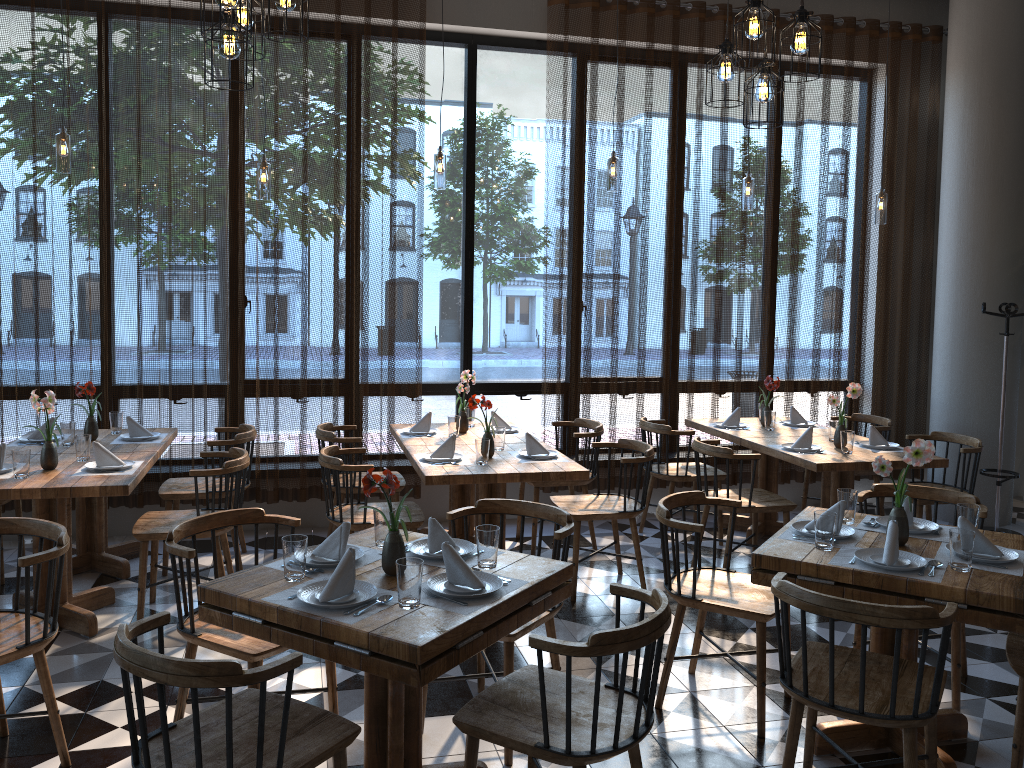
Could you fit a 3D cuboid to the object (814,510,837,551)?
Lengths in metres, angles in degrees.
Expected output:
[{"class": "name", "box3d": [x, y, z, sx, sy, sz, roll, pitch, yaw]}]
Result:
[{"class": "object", "box3d": [1.130, 0.531, 3.199, 0.080, 0.132, 0.080, 1, 4, 1]}]

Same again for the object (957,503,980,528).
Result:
[{"class": "object", "box3d": [1.726, 0.525, 3.356, 0.080, 0.132, 0.080, 1, 4, 1]}]

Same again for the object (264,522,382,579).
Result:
[{"class": "object", "box3d": [-0.606, 0.521, 2.968, 0.272, 0.137, 0.352, 4, 7, 31]}]

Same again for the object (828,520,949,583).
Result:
[{"class": "object", "box3d": [1.297, 0.547, 3.044, 0.352, 0.137, 0.273, 4, 6, 31]}]

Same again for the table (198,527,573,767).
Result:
[{"class": "table", "box3d": [-0.383, 0.987, 2.864, 0.865, 0.762, 0.866, 4, 6, 31]}]

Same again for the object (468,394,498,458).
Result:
[{"class": "object", "box3d": [-0.166, 0.227, 4.823, 0.171, 0.354, 0.156, -2, 5, -35]}]

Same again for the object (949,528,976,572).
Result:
[{"class": "object", "box3d": [1.512, 0.560, 2.982, 0.080, 0.132, 0.080, 1, 4, 1]}]

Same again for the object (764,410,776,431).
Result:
[{"class": "object", "box3d": [1.749, 0.250, 6.005, 0.080, 0.132, 0.080, 1, 4, 1]}]

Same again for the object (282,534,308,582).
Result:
[{"class": "object", "box3d": [-0.677, 0.544, 2.760, 0.080, 0.132, 0.080, 1, 4, 1]}]

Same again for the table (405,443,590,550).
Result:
[{"class": "table", "box3d": [-0.120, 0.782, 4.879, 0.850, 0.762, 0.853, 0, 5, -14]}]

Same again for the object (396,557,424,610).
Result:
[{"class": "object", "box3d": [-0.294, 0.573, 2.543, 0.080, 0.132, 0.080, 0, 4, -9]}]

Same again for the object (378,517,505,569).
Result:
[{"class": "object", "box3d": [-0.240, 0.518, 3.063, 0.352, 0.137, 0.273, 4, 6, 31]}]

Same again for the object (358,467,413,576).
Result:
[{"class": "object", "box3d": [-0.406, 0.432, 2.804, 0.156, 0.354, 0.171, 4, 5, 41]}]

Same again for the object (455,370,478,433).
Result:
[{"class": "object", "box3d": [-0.289, 0.112, 5.689, 0.146, 0.399, 0.207, 0, 4, -10]}]

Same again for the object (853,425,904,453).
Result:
[{"class": "object", "box3d": [2.244, 0.318, 5.412, 0.272, 0.137, 0.353, 0, 6, -14]}]

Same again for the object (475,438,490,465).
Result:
[{"class": "object", "box3d": [-0.156, 0.356, 4.650, 0.080, 0.132, 0.080, -1, 5, -29]}]

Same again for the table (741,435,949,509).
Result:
[{"class": "table", "box3d": [1.975, 0.767, 5.388, 0.850, 0.762, 0.853, 0, 5, -14]}]

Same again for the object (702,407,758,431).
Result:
[{"class": "object", "box3d": [1.518, 0.229, 6.142, 0.272, 0.137, 0.353, 0, 6, -14]}]

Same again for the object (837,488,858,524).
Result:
[{"class": "object", "box3d": [1.354, 0.495, 3.580, 0.080, 0.132, 0.080, 1, 4, 1]}]

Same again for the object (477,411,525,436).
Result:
[{"class": "object", "box3d": [-0.066, 0.240, 5.763, 0.272, 0.137, 0.353, 0, 6, -14]}]

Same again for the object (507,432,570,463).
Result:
[{"class": "object", "box3d": [0.143, 0.333, 4.901, 0.272, 0.137, 0.353, 0, 6, -14]}]

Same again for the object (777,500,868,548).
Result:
[{"class": "object", "box3d": [1.204, 0.508, 3.411, 0.272, 0.137, 0.352, 4, 7, 31]}]

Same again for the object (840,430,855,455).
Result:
[{"class": "object", "box3d": [1.953, 0.341, 5.163, 0.080, 0.132, 0.080, -1, 5, -29]}]

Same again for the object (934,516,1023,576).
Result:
[{"class": "object", "box3d": [1.662, 0.544, 3.139, 0.272, 0.137, 0.352, 4, 7, 31]}]

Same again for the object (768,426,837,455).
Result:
[{"class": "object", "box3d": [1.727, 0.322, 5.280, 0.272, 0.137, 0.353, 0, 6, -14]}]

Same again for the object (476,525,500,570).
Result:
[{"class": "object", "box3d": [-0.081, 0.538, 2.917, 0.080, 0.132, 0.080, 0, 4, -9]}]

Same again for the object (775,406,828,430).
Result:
[{"class": "object", "box3d": [2.035, 0.224, 6.274, 0.272, 0.137, 0.353, 0, 6, -14]}]

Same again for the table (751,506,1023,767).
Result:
[{"class": "table", "box3d": [1.424, 0.974, 3.303, 0.865, 0.762, 0.866, 4, 6, 31]}]

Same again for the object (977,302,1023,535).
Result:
[{"class": "object", "box3d": [3.427, 0.261, 6.194, 0.374, 1.654, 0.375, 2, 4, 9]}]

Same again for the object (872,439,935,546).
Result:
[{"class": "object", "box3d": [1.430, 0.397, 3.245, 0.206, 0.399, 0.147, 1, 4, -2]}]

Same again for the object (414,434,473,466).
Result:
[{"class": "object", "box3d": [-0.373, 0.338, 4.770, 0.272, 0.137, 0.353, 0, 6, -14]}]

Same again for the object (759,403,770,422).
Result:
[{"class": "object", "box3d": [1.829, 0.207, 6.432, 0.080, 0.132, 0.080, 1, 4, 1]}]

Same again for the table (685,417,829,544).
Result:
[{"class": "table", "box3d": [1.773, 0.677, 6.218, 0.850, 0.762, 0.853, 0, 5, -14]}]

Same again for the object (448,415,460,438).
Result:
[{"class": "object", "box3d": [-0.360, 0.265, 5.492, 0.080, 0.132, 0.080, 3, 4, 21]}]

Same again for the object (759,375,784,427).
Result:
[{"class": "object", "box3d": [1.814, 0.119, 6.202, 0.171, 0.354, 0.156, -2, 5, -37]}]

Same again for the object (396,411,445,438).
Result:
[{"class": "object", "box3d": [-0.583, 0.244, 5.632, 0.272, 0.137, 0.353, 0, 6, -14]}]

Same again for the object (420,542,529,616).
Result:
[{"class": "object", "box3d": [-0.148, 0.557, 2.696, 0.272, 0.137, 0.352, 4, 7, 31]}]

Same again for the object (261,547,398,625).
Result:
[{"class": "object", "box3d": [-0.513, 0.561, 2.601, 0.352, 0.137, 0.273, 4, 6, 31]}]

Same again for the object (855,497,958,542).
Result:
[{"class": "object", "box3d": [1.570, 0.504, 3.506, 0.352, 0.137, 0.273, 4, 6, 31]}]

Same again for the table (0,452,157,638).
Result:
[{"class": "table", "box3d": [-2.260, 0.798, 4.359, 0.850, 0.762, 0.853, 0, 5, -14]}]

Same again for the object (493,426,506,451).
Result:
[{"class": "object", "box3d": [-0.075, 0.313, 5.077, 0.080, 0.132, 0.080, -1, 5, -29]}]

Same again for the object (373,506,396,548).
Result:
[{"class": "object", "box3d": [-0.453, 0.508, 3.141, 0.080, 0.132, 0.080, 0, 4, -9]}]

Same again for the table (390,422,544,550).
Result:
[{"class": "table", "box3d": [-0.322, 0.692, 5.709, 0.850, 0.762, 0.853, 0, 5, -14]}]

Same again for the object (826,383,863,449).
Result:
[{"class": "object", "box3d": [1.999, 0.190, 5.331, 0.206, 0.399, 0.147, -1, 4, -21]}]

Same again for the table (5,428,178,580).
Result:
[{"class": "table", "box3d": [-2.461, 0.708, 5.189, 0.850, 0.762, 0.853, 0, 5, -14]}]

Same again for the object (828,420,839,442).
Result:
[{"class": "object", "box3d": [2.034, 0.298, 5.590, 0.080, 0.132, 0.080, -1, 5, -29]}]
